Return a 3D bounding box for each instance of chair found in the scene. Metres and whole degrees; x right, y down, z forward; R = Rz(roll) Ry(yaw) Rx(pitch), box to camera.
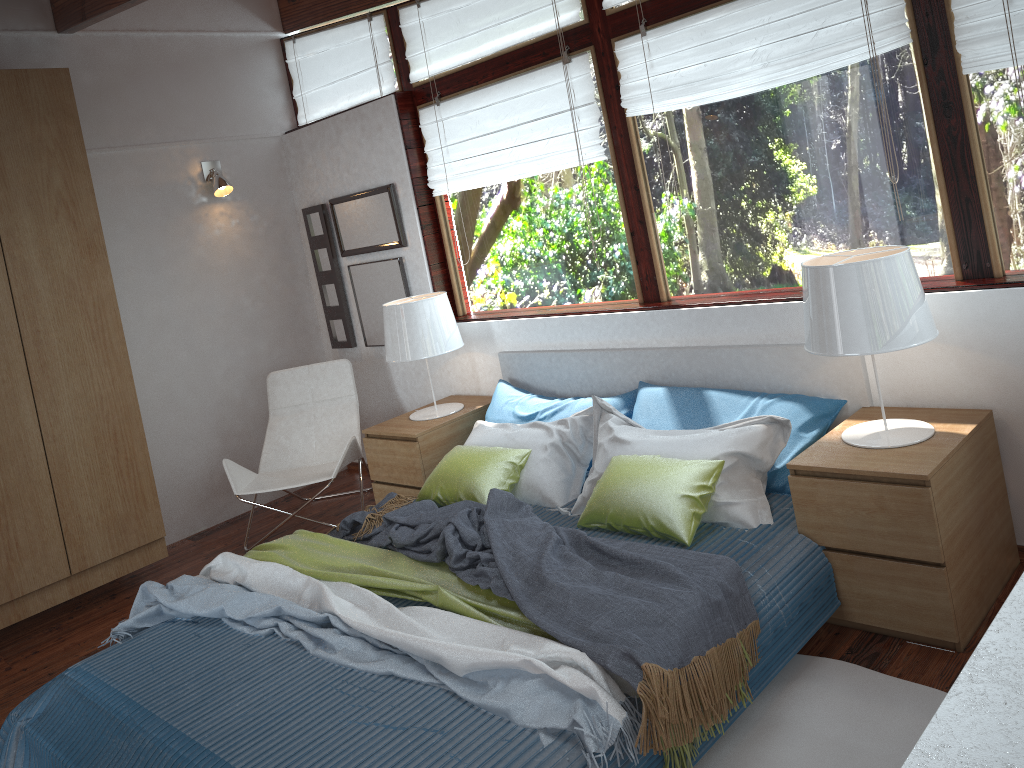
[{"bbox_3d":[-1.105,0.347,4.678,0.695,0.790,0.814,-11,7,6],"label":"chair"}]

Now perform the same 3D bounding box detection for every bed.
[{"bbox_3d":[-0.140,0.570,2.888,2.123,0.760,2.642,0,15,46],"label":"bed"}]

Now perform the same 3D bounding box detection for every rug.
[{"bbox_3d":[-0.397,1.047,2.543,2.691,0.048,1.849,0,16,45],"label":"rug"}]

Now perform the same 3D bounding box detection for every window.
[{"bbox_3d":[-2.312,-0.116,0.922,5.227,1.911,8.521,-1,15,45],"label":"window"}]

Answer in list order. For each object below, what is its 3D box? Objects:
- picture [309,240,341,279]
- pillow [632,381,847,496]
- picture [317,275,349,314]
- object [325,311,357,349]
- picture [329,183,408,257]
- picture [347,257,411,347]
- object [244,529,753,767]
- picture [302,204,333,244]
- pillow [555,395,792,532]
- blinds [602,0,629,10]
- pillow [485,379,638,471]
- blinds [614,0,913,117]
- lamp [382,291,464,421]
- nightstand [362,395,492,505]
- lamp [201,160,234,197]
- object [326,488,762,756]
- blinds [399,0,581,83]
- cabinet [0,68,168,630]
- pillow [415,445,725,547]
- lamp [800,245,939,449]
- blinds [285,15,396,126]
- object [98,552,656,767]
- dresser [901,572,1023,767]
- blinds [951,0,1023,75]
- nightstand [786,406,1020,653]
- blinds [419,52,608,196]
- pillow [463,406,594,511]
[{"bbox_3d":[-1.159,-0.770,5.402,0.041,0.223,0.220,-13,6,-44],"label":"picture"},{"bbox_3d":[0.790,0.190,3.363,0.913,0.314,0.376,-1,12,43],"label":"pillow"},{"bbox_3d":[-1.113,-0.552,5.410,0.041,0.223,0.220,-13,6,-44],"label":"picture"},{"bbox_3d":[-1.067,-0.334,5.418,0.041,0.223,0.220,-13,6,-44],"label":"object"},{"bbox_3d":[-0.847,-0.938,5.058,0.042,0.359,0.621,-13,8,-44],"label":"picture"},{"bbox_3d":[-0.749,-0.466,5.063,0.044,0.501,0.499,-13,6,-44],"label":"picture"},{"bbox_3d":[-0.268,0.798,2.784,2.086,0.442,0.504,-1,12,41],"label":"object"},{"bbox_3d":[-1.205,-0.988,5.393,0.041,0.223,0.220,-13,6,-44],"label":"picture"},{"bbox_3d":[0.566,0.271,3.137,0.844,0.387,0.369,-3,10,40],"label":"pillow"},{"bbox_3d":[0.815,-1.770,3.392,1.232,0.272,0.032,0,9,45],"label":"blinds"},{"bbox_3d":[0.185,0.178,3.971,0.904,0.325,0.356,-1,12,43],"label":"pillow"},{"bbox_3d":[1.340,-1.447,2.919,2.542,0.648,0.055,0,9,45],"label":"blinds"},{"bbox_3d":[-0.436,-0.144,4.404,0.401,0.584,0.416,-7,6,43],"label":"lamp"},{"bbox_3d":[-0.340,0.412,4.404,0.423,0.536,0.624,-6,9,45],"label":"nightstand"},{"bbox_3d":[-1.737,-1.224,5.179,0.124,0.225,0.150,-15,6,-43],"label":"lamp"},{"bbox_3d":[-0.111,0.587,2.896,0.643,0.401,2.117,-17,13,-34],"label":"object"},{"bbox_3d":[-0.154,-1.845,4.354,1.232,0.418,0.032,0,9,45],"label":"blinds"},{"bbox_3d":[-2.836,-0.028,3.607,0.575,2.385,2.256,-9,6,46],"label":"cabinet"},{"bbox_3d":[0.154,0.373,3.305,1.368,0.216,0.319,0,14,45],"label":"pillow"},{"bbox_3d":[1.153,-0.125,2.804,0.401,0.584,0.416,-8,6,37],"label":"lamp"},{"bbox_3d":[-1.054,-1.920,5.246,0.032,0.557,1.023,-13,8,-44],"label":"blinds"},{"bbox_3d":[-0.551,0.846,2.549,2.135,0.372,0.551,-1,13,40],"label":"object"},{"bbox_3d":[1.156,0.590,1.158,0.609,0.871,3.199,-6,11,45],"label":"dresser"},{"bbox_3d":[1.852,-1.232,2.450,0.054,0.501,1.168,-13,8,-44],"label":"blinds"},{"bbox_3d":[1.262,0.431,2.791,0.423,0.536,0.624,-6,9,45],"label":"nightstand"},{"bbox_3d":[-0.049,-1.259,4.363,0.056,0.489,1.225,-13,8,-44],"label":"blinds"},{"bbox_3d":[0.011,0.299,3.720,0.864,0.355,0.485,-2,12,40],"label":"pillow"}]
